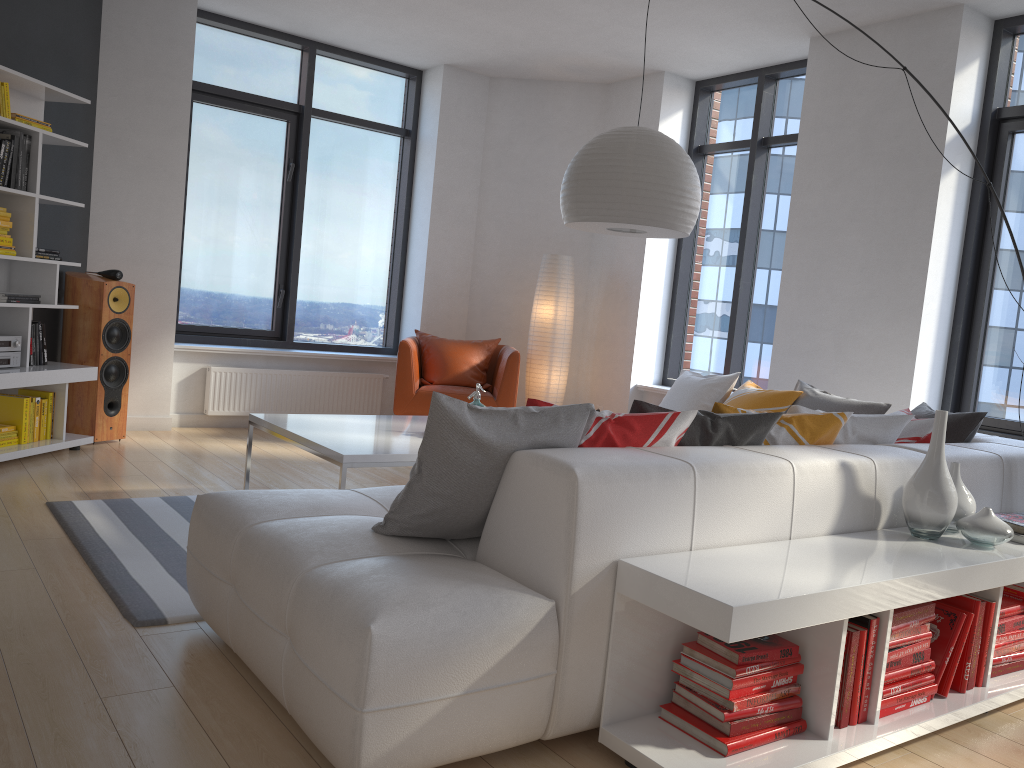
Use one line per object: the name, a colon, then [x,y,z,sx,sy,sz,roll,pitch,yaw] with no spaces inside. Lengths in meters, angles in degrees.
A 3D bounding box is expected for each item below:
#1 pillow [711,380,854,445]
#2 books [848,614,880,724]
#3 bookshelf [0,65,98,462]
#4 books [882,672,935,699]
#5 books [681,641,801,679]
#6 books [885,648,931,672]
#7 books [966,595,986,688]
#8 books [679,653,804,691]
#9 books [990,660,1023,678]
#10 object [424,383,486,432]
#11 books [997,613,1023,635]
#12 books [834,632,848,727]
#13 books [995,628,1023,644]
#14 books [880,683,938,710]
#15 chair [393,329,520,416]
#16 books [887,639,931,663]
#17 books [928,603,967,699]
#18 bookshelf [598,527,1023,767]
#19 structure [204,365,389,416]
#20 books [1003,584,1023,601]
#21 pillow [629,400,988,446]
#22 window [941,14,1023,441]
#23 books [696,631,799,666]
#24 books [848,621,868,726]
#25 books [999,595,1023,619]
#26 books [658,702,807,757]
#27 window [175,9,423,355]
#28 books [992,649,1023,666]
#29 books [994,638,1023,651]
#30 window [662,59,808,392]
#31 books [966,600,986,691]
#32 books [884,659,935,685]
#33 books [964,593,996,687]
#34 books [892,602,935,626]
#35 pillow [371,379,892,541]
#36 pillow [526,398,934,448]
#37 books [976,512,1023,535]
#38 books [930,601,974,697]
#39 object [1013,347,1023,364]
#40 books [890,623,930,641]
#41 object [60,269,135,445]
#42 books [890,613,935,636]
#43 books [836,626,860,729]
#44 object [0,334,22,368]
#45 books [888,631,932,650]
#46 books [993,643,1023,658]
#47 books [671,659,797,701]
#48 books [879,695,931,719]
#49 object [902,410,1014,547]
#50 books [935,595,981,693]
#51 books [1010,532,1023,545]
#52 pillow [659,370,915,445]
pillow: [1.016,0.232,3.941,0.630,0.440,2.095,7,5,11]
books: [0.880,0.740,2.415,0.049,0.291,0.214,2,6,-36]
bookshelf: [-2.887,-0.553,3.809,0.455,2.052,3.000,6,5,9]
books: [1.042,0.824,2.519,0.266,0.026,0.187,2,6,-36]
books: [0.583,0.686,2.257,0.254,0.025,0.178,2,6,-36]
books: [1.025,0.757,2.542,0.279,0.039,0.206,2,6,-35]
books: [1.355,0.775,2.744,0.028,0.266,0.188,2,6,-36]
books: [0.584,0.712,2.257,0.269,0.028,0.179,2,6,-35]
books: [1.521,0.893,2.905,0.259,0.034,0.206,3,6,-33]
object: [-0.244,0.124,4.241,0.330,0.265,0.330,5,5,-12]
books: [1.532,0.756,2.906,0.279,0.039,0.206,2,6,-37]
books: [0.789,0.753,2.357,0.031,0.255,0.181,2,6,-36]
books: [1.541,0.791,2.897,0.261,0.027,0.191,3,5,-32]
books: [1.043,0.852,2.519,0.282,0.030,0.188,2,6,-35]
chair: [-0.426,0.052,6.736,0.896,0.858,0.843,5,5,-4]
books: [1.036,0.726,2.525,0.261,0.027,0.191,2,6,-40]
books: [1.214,0.777,2.643,0.144,0.247,0.188,2,6,-36]
bookshelf: [1.388,0.736,2.785,2.600,0.500,0.356,2,6,-36]
structure: [-1.640,0.121,6.905,1.474,0.460,0.110,2,6,-36]
books: [1.702,0.795,3.005,0.134,0.248,0.192,2,6,-36]
pillow: [1.165,0.276,3.389,2.120,0.436,0.608,2,6,-40]
window: [3.097,-0.815,4.710,0.170,2.402,1.310,2,6,-36]
books: [0.597,0.661,2.252,0.206,0.029,0.152,3,5,-30]
books: [0.853,0.755,2.392,0.042,0.259,0.195,2,6,-36]
books: [1.517,0.718,2.920,0.301,0.032,0.227,2,6,-36]
books: [0.561,0.852,2.254,0.301,0.032,0.227,2,6,-36]
window: [-1.702,-1.478,7.026,1.960,2.402,0.170,2,6,-36]
books: [1.521,0.865,2.890,0.266,0.026,0.187,3,5,-30]
books: [1.533,0.817,2.890,0.236,0.023,0.178,2,6,-36]
window: [1.765,-1.097,6.565,0.170,2.402,1.310,2,6,-36]
books: [1.325,0.770,2.733,0.038,0.270,0.215,2,6,-36]
books: [1.027,0.792,2.548,0.301,0.032,0.227,2,6,-36]
books: [1.386,0.775,2.747,0.028,0.269,0.181,2,6,-36]
books: [1.036,0.622,2.516,0.259,0.034,0.206,2,6,-39]
pillow: [0.635,0.218,3.402,0.647,0.453,2.953,10,6,42]
pillow: [0.902,0.292,3.194,2.250,0.449,0.575,2,6,-38]
books: [1.697,0.462,2.937,0.238,0.027,0.188,4,5,-23]
books: [1.251,0.779,2.661,0.115,0.245,0.192,2,6,-36]
object: [2.128,0.148,3.201,0.406,0.744,0.607,6,5,4]
books: [1.030,0.677,2.518,0.257,0.025,0.182,2,6,-36]
object: [-2.654,-0.188,5.585,0.434,1.088,0.290,8,5,24]
books: [1.053,0.653,2.522,0.266,0.026,0.187,2,6,-41]
books: [0.816,0.754,2.378,0.034,0.259,0.207,2,6,-36]
object: [-2.832,-0.180,4.734,0.270,0.174,0.285,6,5,9]
books: [1.048,0.702,2.524,0.236,0.023,0.178,2,6,-36]
books: [1.528,0.839,2.900,0.257,0.025,0.182,2,6,-36]
books: [0.570,0.737,2.271,0.261,0.028,0.191,2,6,-36]
books: [1.028,0.878,2.533,0.274,0.029,0.200,2,6,-36]
object: [1.371,0.282,2.776,0.316,0.398,0.319,5,5,-12]
books: [1.304,0.766,2.697,0.046,0.282,0.199,2,6,-36]
books: [1.681,0.485,2.959,0.300,0.026,0.245,3,5,-31]
pillow: [1.033,0.190,4.257,0.580,0.456,2.156,5,5,-10]
